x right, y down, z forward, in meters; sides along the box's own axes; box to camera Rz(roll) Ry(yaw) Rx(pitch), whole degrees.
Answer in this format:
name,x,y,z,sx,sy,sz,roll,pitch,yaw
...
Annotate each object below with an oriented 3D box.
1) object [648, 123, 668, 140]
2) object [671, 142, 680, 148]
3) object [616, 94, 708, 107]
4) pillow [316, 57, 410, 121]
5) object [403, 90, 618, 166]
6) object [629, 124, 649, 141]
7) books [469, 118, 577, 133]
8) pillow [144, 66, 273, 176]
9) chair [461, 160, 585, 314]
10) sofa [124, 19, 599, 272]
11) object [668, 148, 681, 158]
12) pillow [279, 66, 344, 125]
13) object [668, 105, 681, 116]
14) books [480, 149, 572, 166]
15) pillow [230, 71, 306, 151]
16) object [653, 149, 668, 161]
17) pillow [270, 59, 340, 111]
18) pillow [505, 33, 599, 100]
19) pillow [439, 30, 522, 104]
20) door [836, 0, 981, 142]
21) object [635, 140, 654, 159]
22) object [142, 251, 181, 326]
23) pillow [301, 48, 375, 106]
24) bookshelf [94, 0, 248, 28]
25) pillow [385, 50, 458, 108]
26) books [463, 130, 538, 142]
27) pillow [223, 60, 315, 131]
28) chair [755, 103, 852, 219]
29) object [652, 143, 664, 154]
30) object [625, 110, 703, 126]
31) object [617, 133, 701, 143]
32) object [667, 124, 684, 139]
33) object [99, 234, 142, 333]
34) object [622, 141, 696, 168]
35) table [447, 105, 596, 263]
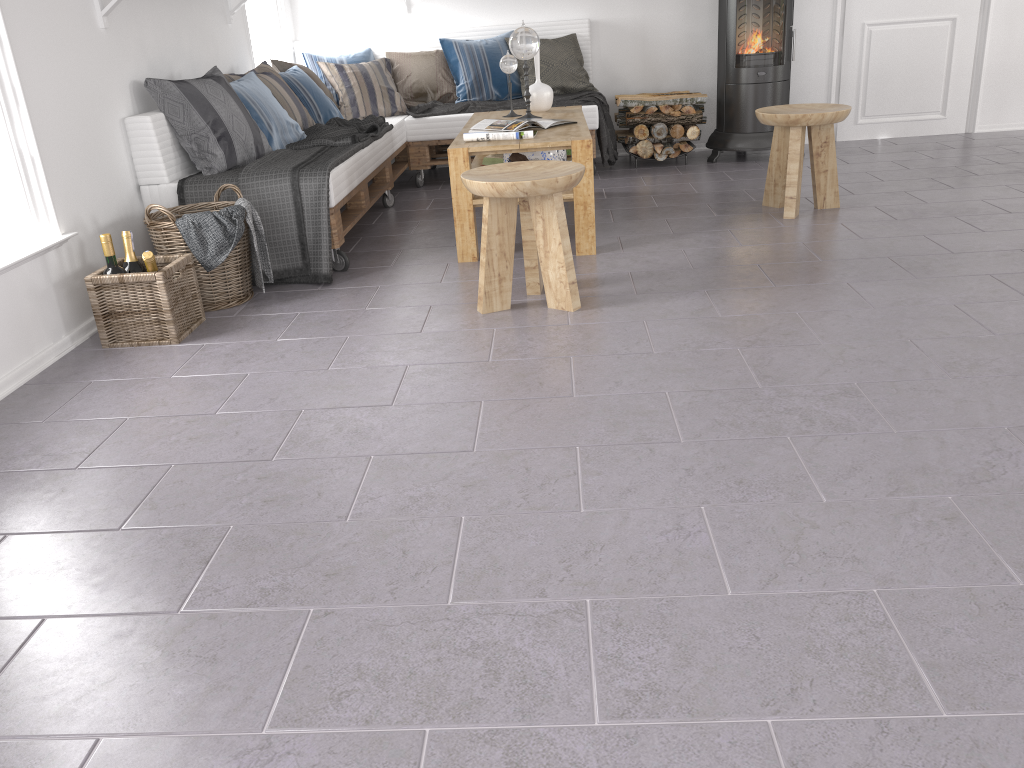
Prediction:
name,x,y,z,sx,sy,sz,roll,pitch,yaw
object,0.948,-1.710,5.900,0.110,0.109,0.463,-4,23,2
object,1.068,-1.619,5.919,0.046,0.033,0.425,-3,23,4
object,0.957,-1.817,5.679,0.571,0.079,0.115,-3,23,4
pillow,-0.940,-1.890,5.710,0.516,0.392,0.358,-15,25,-25
object,-0.029,-1.632,5.809,1.449,0.508,0.716,-7,23,-6
object,0.834,-1.713,5.929,0.103,0.107,0.516,-3,23,2
books,0.052,-1.222,4.150,0.422,0.049,0.300,-23,29,-38
pillow,-1.327,-1.162,3.924,0.301,0.444,0.534,4,24,19
chair,0.054,-0.518,3.161,0.431,0.479,0.431,-4,23,1
sofa,-0.501,-1.444,4.921,2.017,0.932,2.855,-3,23,4
object,1.075,-1.589,5.965,0.096,0.067,0.467,-3,23,4
pillow,-1.201,-1.616,5.110,0.341,0.408,0.523,3,24,18
object,1.043,-1.804,5.809,0.059,0.048,0.529,-3,23,4
books,0.093,-1.208,4.632,0.301,0.079,0.445,16,30,40
pillow,-1.263,-1.309,4.349,0.331,0.401,0.525,5,24,21
object,0.975,-1.572,5.957,0.095,0.063,0.562,-3,23,4
pillow,-1.257,-1.800,5.483,0.334,0.438,0.545,-1,23,8
pillow,0.260,-2.068,5.784,0.519,0.395,0.334,-12,24,-17
pillow,-0.168,-2.062,5.787,0.526,0.428,0.311,-11,23,-16
door,2.641,-2.648,5.835,0.902,2.013,0.101,-3,23,4
object,0.884,-1.607,5.972,0.118,0.142,0.520,-2,23,7
object,-1.248,-0.333,3.137,0.095,0.332,0.284,-11,23,-16
pillow,-1.097,-2.013,5.933,0.534,0.437,0.287,-14,24,-22
bookshelf,-1.451,-1.788,4.119,0.269,0.212,1.820,-3,23,4
pillow,-0.571,-1.997,5.842,0.521,0.381,0.366,-4,22,0
books,-0.047,-1.098,3.884,0.300,0.043,0.229,-1,23,7
pillow,-1.280,-1.473,4.694,0.316,0.438,0.546,2,23,15
chair,1.383,-1.074,4.258,0.431,0.479,0.431,-4,22,0
object,0.953,-1.603,5.932,0.057,0.050,0.561,-3,23,4
object,0.974,-1.707,5.694,0.480,0.104,0.126,-2,23,5
object,0.971,-1.632,5.875,0.539,0.070,0.101,-2,23,4
object,1.051,-1.706,5.897,0.102,0.102,0.561,-3,23,3
object,-1.374,-0.335,3.092,0.095,0.377,0.095,13,28,36
object,0.980,-1.564,5.982,0.456,0.118,0.478,-3,23,4
table,0.078,-1.046,4.420,0.607,0.485,1.457,-3,23,4
